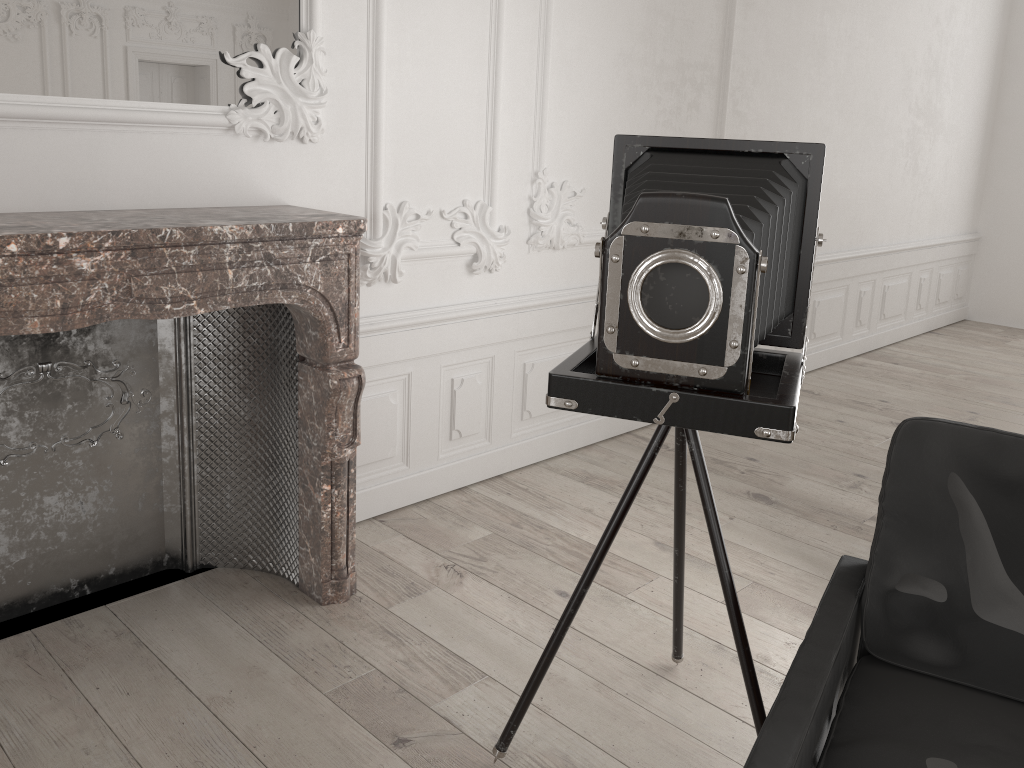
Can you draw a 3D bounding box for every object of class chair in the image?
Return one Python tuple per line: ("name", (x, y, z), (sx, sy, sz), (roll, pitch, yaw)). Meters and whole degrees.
("chair", (0.978, 0.669, 1.504), (0.979, 0.947, 1.100), (10, 16, 28))

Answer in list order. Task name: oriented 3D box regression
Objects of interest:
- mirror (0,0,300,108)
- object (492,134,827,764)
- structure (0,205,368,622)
("mirror", (-1.159, -1.498, 2.367), (0.009, 1.546, 1.445), (14, 17, 43))
("object", (0.412, 0.175, 2.155), (0.713, 1.498, 0.664), (7, 13, 19))
("structure", (-1.204, 0.157, 2.477), (0.666, 1.227, 1.556), (14, 18, 43))
